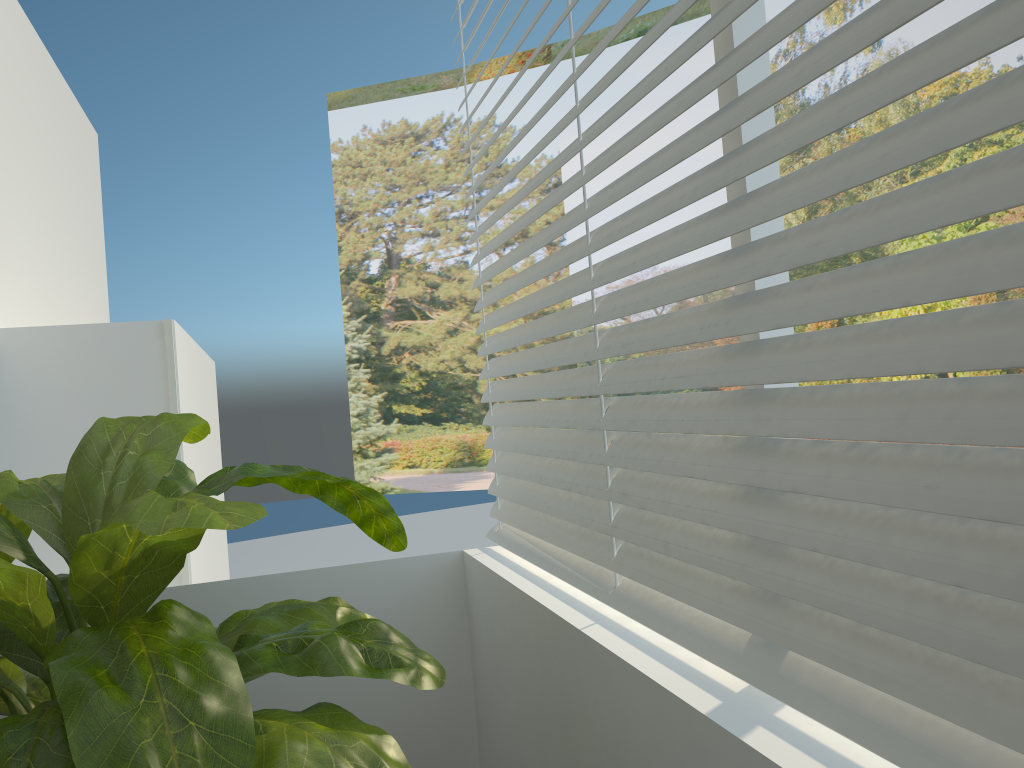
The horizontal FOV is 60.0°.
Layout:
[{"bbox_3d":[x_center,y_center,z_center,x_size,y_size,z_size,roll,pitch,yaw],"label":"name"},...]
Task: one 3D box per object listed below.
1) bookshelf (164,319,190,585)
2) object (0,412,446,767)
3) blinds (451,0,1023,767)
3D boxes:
[{"bbox_3d":[-1.439,0.565,3.458,0.502,1.497,2.098,-4,-1,-16],"label":"bookshelf"},{"bbox_3d":[-0.610,0.647,1.349,1.026,1.199,1.120,-3,-2,-37],"label":"object"},{"bbox_3d":[0.259,-1.784,0.433,1.219,4.267,3.916,-5,-1,3],"label":"blinds"}]
